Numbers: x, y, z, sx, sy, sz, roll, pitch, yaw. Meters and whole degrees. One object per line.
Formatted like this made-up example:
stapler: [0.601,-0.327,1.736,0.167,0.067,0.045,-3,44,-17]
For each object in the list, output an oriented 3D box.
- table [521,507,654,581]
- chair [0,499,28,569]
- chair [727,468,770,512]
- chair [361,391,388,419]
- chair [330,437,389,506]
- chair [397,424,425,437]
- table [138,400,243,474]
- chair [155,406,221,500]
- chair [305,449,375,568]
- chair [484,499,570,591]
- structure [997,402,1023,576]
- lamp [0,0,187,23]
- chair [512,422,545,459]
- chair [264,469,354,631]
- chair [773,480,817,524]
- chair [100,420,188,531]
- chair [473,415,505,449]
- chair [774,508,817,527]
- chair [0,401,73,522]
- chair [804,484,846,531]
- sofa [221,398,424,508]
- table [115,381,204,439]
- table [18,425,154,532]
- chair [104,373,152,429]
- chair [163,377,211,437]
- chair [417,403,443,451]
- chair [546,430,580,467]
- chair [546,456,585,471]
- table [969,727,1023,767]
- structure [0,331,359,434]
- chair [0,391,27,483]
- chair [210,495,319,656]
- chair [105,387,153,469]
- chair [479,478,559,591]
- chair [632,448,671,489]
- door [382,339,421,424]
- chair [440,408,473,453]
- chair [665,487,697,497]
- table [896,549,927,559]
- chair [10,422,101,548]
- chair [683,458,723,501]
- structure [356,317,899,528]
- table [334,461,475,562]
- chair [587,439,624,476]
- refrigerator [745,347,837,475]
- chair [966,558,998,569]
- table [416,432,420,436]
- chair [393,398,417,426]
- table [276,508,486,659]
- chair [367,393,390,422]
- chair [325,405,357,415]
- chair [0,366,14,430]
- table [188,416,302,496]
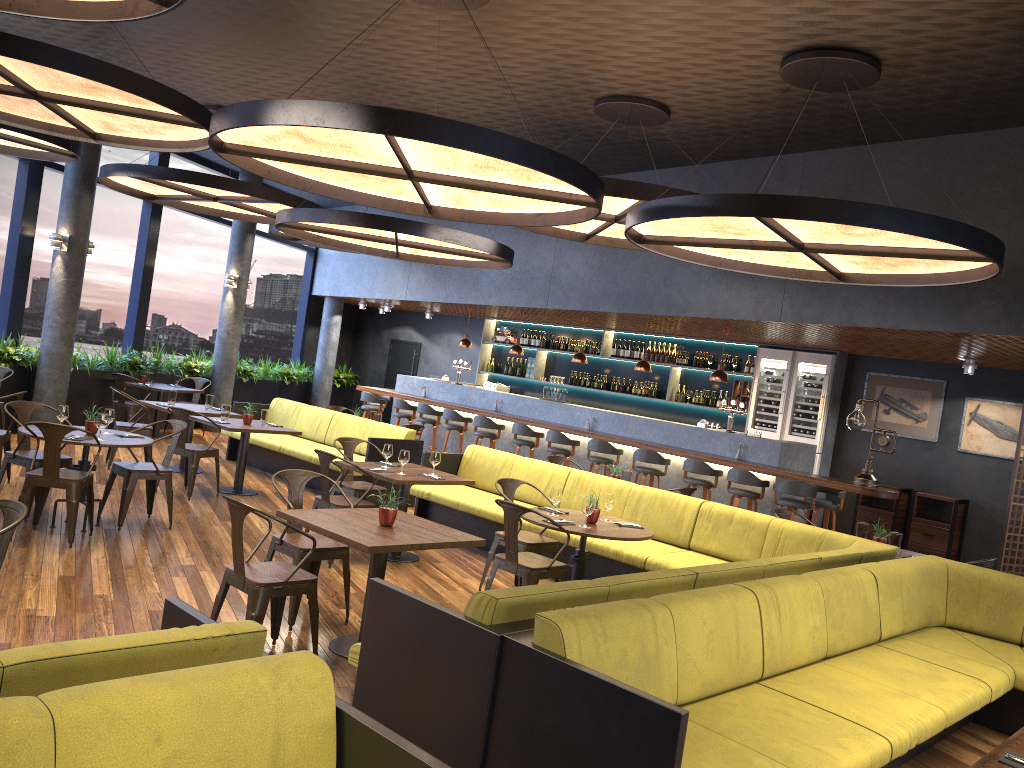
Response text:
table: [0.494,1.396,6.585,1.007,0.760,1.007,8,1,-9]
chair: [-2.365,0.944,3.653,0.504,0.917,0.541,9,1,44]
chair: [2.665,1.506,10.317,0.438,1.048,0.483,8,1,-18]
chair: [-2.407,0.666,15.174,0.483,1.048,0.438,9,1,15]
chair: [-1.459,0.994,8.378,0.541,0.917,0.504,9,1,44]
chair: [-1.470,0.937,11.466,0.541,0.917,0.504,9,1,44]
table: [-3.937,0.664,10.723,0.887,0.763,0.906,9,1,43]
chair: [-3.337,0.700,9.215,0.504,0.917,0.541,9,1,21]
chair: [-1.427,1.016,7.397,0.504,0.917,0.541,9,1,44]
chair: [0.101,1.266,6.147,0.504,0.917,0.541,9,1,44]
structure: [6.187,1.200,10.046,1.319,2.700,0.050,8,1,-17]
lamp: [-2.642,-2.591,3.526,2.778,1.159,2.778,9,1,33]
chair: [0.176,1.092,12.776,0.483,1.048,0.438,9,1,15]
chair: [-1.340,1.058,5.797,0.541,0.917,0.504,9,1,44]
chair: [3.095,1.577,9.920,0.483,1.048,0.438,9,1,35]
chair: [-3.152,0.756,7.645,0.504,0.917,0.541,9,1,44]
chair: [-0.419,0.996,13.186,0.438,1.048,0.483,8,1,-27]
chair: [2.512,1.595,7.757,0.541,0.917,0.504,9,1,44]
chair: [-4.002,0.633,7.453,0.541,0.917,0.504,9,1,25]
chair: [3.590,1.642,10.393,0.483,1.048,0.438,9,1,15]
sofa: [-2.520,0.789,11.241,3.061,0.914,0.966,9,1,43]
table: [-5.349,0.407,13.378,0.887,0.763,0.906,9,1,18]
table: [-3.521,0.788,7.260,1.007,0.760,1.007,9,1,31]
chair: [-5.496,0.317,12.732,0.504,0.917,0.541,9,1,18]
chair: [-5.097,0.353,14.000,0.504,0.917,0.541,9,1,9]
chair: [-1.351,0.839,14.240,0.483,1.048,0.438,9,1,15]
chair: [0.629,1.168,12.267,0.438,1.048,0.483,8,1,-18]
chair: [0.588,1.275,9.621,0.541,0.917,0.504,9,1,44]
table: [1.890,1.673,2.712,0.887,0.763,0.906,9,1,43]
structure: [-6.105,-0.024,12.825,0.808,1.413,17.112,9,1,18]
chair: [-4.891,0.486,8.272,0.541,0.917,0.504,8,1,-17]
chair: [-1.351,1.073,4.846,0.504,0.917,0.541,9,1,44]
chair: [-4.439,0.517,10.302,0.541,0.917,0.504,8,1,-28]
chair: [0.085,1.247,7.030,0.541,0.917,0.504,9,1,44]
chair: [1.704,1.345,11.321,0.438,1.048,0.483,8,1,-32]
door: [-2.413,0.087,19.059,1.012,2.056,0.137,9,1,43]
chair: [-0.912,0.914,13.715,0.438,1.048,0.483,8,1,-18]
chair: [1.480,1.423,8.766,0.541,0.917,0.504,9,1,44]
table: [2.944,1.746,7.326,0.906,0.763,0.887,9,1,43]
chair: [-3.447,0.728,6.737,0.504,0.917,0.541,8,1,-7]
chair: [2.265,1.438,10.792,0.483,1.048,0.438,9,1,15]
structure: [1.553,0.451,13.428,9.298,2.700,2.700,9,1,43]
table: [-1.006,1.150,7.898,0.887,0.763,0.906,9,1,43]
chair: [1.183,1.259,11.791,0.483,1.048,0.438,9,1,4]
refrigerator: [3.975,0.589,12.715,1.159,2.109,0.454,9,1,43]
chair: [3.406,1.743,6.901,0.541,0.917,0.504,9,1,44]
table: [-1.914,0.943,11.935,0.887,0.763,0.906,9,1,43]
chair: [-1.787,0.767,14.641,0.483,1.048,0.438,9,1,15]
table: [-0.837,1.221,5.325,0.906,0.763,0.887,9,1,43]
chair: [-2.514,0.632,16.155,0.483,1.048,0.438,8,1,-18]
chair: [-2.376,0.787,12.334,0.541,0.917,0.504,9,1,44]
chair: [-6.263,0.243,10.474,0.504,0.917,0.541,9,1,7]
table: [-3.007,0.818,9.834,0.906,0.763,0.887,9,1,43]
